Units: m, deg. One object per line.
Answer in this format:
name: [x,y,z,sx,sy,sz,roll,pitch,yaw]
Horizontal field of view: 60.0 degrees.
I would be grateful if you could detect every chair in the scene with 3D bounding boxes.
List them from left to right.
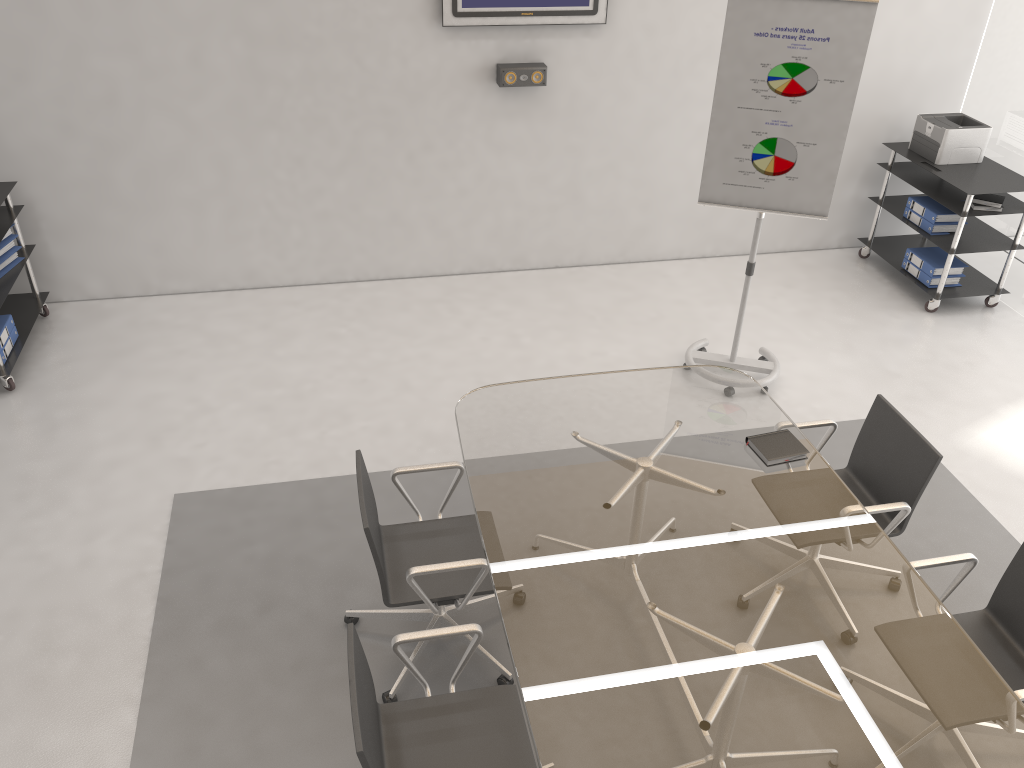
chair: [-0.245,0.657,3.332,0.710,0.805,0.731,-15,37,-24]
chair: [-0.151,1.104,2.657,0.710,0.805,0.731,-15,37,-24]
chair: [1.252,0.523,3.608,0.710,0.805,0.731,-16,37,-25]
chair: [1.500,0.962,2.952,0.710,0.805,0.731,-16,37,-25]

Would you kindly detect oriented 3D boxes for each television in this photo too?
television: [0.087,-2.420,5.203,1.013,0.590,0.049,-5,34,-11]

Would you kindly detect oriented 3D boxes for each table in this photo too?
table: [0.680,1.076,2.809,1.372,0.721,3.054,-5,34,-11]

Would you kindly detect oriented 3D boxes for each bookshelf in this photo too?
bookshelf: [-3.069,-0.532,4.952,0.567,0.855,0.985,-5,34,-11]
bookshelf: [2.956,-1.090,6.099,0.567,0.855,0.985,-5,34,-11]

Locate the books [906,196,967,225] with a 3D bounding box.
books: [2.871,-1.174,5.975,0.263,0.077,0.320,-5,34,-11]

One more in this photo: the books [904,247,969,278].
books: [2.881,-0.830,6.027,0.263,0.077,0.320,-5,34,-11]

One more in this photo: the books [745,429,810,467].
books: [1.018,0.242,3.407,0.183,0.032,0.164,-9,35,-16]

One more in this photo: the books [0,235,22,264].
books: [-3.007,-0.757,5.041,0.262,0.077,0.320,3,33,2]

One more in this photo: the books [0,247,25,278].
books: [-3.011,-0.696,5.081,0.262,0.077,0.320,3,33,2]

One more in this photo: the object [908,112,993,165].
object: [2.941,-1.652,5.960,0.350,0.235,0.351,-5,34,-11]

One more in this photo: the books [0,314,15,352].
books: [-2.929,-0.264,4.887,0.263,0.077,0.320,-5,34,-11]

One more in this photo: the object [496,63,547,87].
object: [0.062,-1.914,5.498,0.298,0.117,0.123,-5,34,-11]

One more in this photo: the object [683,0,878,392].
object: [1.312,-0.925,4.645,0.553,2.088,0.560,-14,37,-23]

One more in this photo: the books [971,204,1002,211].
books: [3.005,-1.144,5.640,0.170,0.028,0.146,5,33,5]

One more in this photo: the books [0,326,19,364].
books: [-2.930,-0.203,4.927,0.263,0.077,0.320,-5,34,-11]

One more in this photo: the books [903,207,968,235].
books: [2.867,-1.112,6.015,0.263,0.077,0.320,-5,34,-11]

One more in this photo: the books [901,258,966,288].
books: [2.878,-0.768,6.066,0.263,0.077,0.320,-5,34,-11]

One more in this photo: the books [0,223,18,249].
books: [-3.004,-0.817,5.001,0.262,0.077,0.320,3,33,2]

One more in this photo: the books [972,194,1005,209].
books: [3.018,-1.171,5.623,0.183,0.032,0.164,20,37,25]
